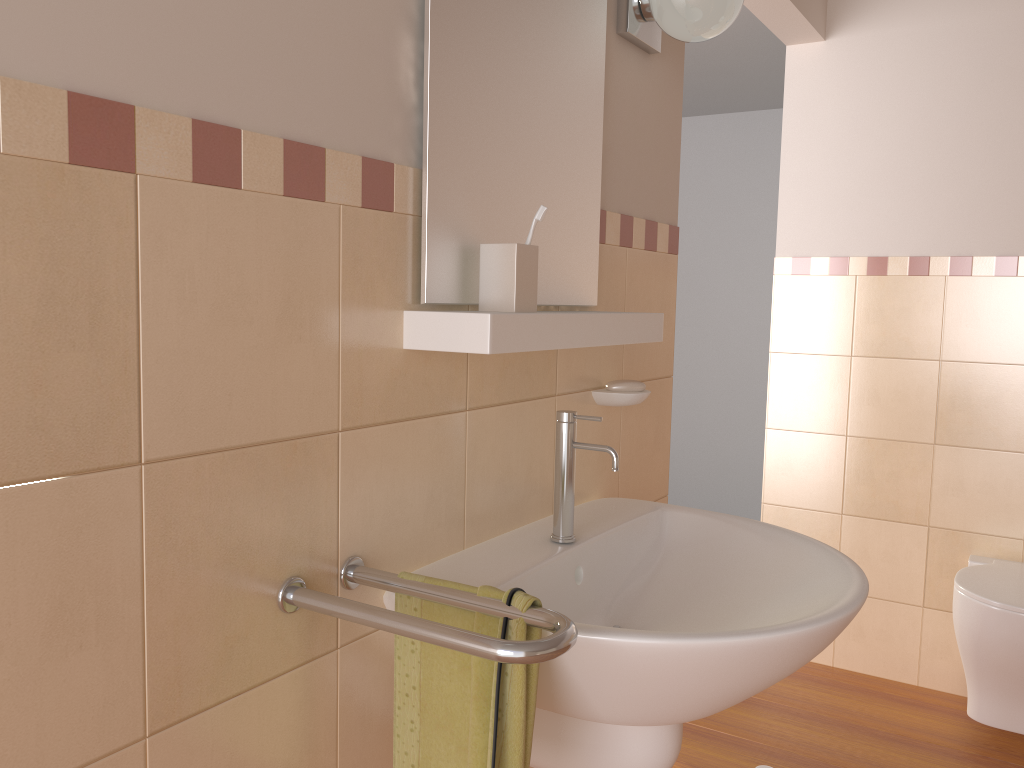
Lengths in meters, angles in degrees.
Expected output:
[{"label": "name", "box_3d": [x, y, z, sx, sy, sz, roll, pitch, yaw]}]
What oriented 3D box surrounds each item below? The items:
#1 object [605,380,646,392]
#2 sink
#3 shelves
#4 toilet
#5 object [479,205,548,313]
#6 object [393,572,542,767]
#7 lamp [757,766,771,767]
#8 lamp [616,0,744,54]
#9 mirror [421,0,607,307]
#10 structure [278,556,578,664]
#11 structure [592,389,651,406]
[{"label": "object", "box_3d": [0.211, 0.005, 1.646, 0.075, 0.023, 0.050, 1, 5, -4]}, {"label": "sink", "box_3d": [0.220, 0.310, 1.277, 0.539, 0.516, 0.683, 5, 6, 31]}, {"label": "shelves", "box_3d": [0.060, -0.084, 1.345, 0.138, 0.050, 0.554, 5, 6, 31]}, {"label": "toilet", "box_3d": [1.448, 0.751, 2.496, 0.375, 0.400, 0.534, 5, 6, 31]}, {"label": "object", "box_3d": [0.002, -0.174, 1.226, 0.073, 0.149, 0.063, 5, 6, 31]}, {"label": "object", "box_3d": [-0.054, 0.371, 1.022, 0.085, 0.306, 0.181, -4, 7, -42]}, {"label": "lamp", "box_3d": [0.070, 1.150, 0.892, 2.893, 0.001, 3.173, 5, 6, 31]}, {"label": "lamp", "box_3d": [0.320, -0.712, 1.618, 0.209, 0.173, 0.173, 5, 6, 31]}, {"label": "mirror", "box_3d": [0.026, -0.518, 1.331, 0.008, 0.799, 0.502, 5, 6, 31]}, {"label": "structure", "box_3d": [-0.085, 0.247, 0.963, 0.333, 0.042, 0.142, 5, 6, 31]}, {"label": "structure", "box_3d": [0.210, 0.027, 1.647, 0.092, 0.029, 0.117, 5, 6, 31]}]
